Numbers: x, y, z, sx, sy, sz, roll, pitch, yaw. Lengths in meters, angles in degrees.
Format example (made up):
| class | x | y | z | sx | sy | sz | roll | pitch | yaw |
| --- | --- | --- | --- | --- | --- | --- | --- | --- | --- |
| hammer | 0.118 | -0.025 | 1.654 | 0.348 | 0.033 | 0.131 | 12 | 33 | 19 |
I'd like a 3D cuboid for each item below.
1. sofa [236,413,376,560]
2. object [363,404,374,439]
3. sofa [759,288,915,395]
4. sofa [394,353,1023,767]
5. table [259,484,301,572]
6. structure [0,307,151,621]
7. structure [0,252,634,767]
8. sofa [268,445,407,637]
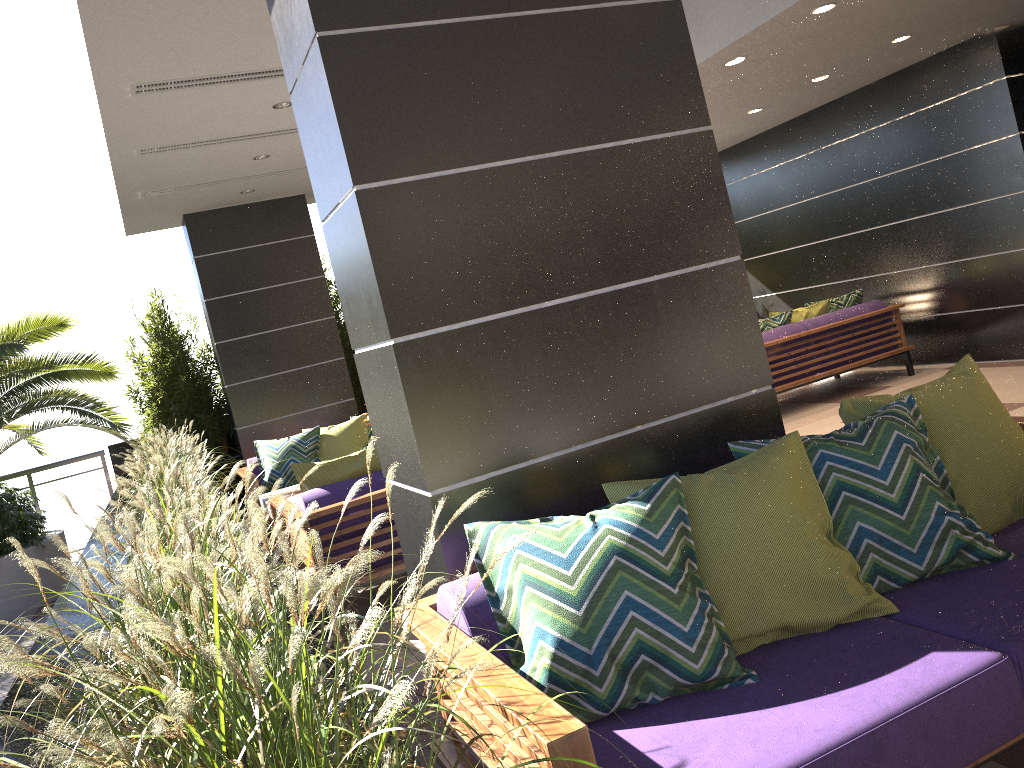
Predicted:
| class | x | y | z | sx | sy | sz | roll | pitch | yaw |
| --- | --- | --- | --- | --- | --- | --- | --- | --- | --- |
| sofa | -1.257 | 0.698 | 7.791 | 2.137 | 0.919 | 1.115 | -15 | 3 | -22 |
| object | -0.887 | 0.327 | 6.618 | 0.430 | 0.526 | 0.425 | -14 | 2 | -4 |
| sofa | 2.525 | -0.264 | 8.310 | 2.137 | 0.919 | 1.115 | -15 | 3 | -22 |
| sofa | 0.874 | 0.576 | 2.413 | 2.137 | 0.919 | 1.115 | -15 | 3 | -22 |
| table | -0.757 | 0.850 | 6.624 | 2.047 | 0.553 | 0.938 | -15 | 4 | -22 |
| structure | -5.235 | 0.460 | 7.592 | 3.734 | 3.300 | 3.826 | -13 | 3 | 21 |
| structure | 3.166 | -0.978 | 0.488 | 7.858 | 3.118 | 24.641 | -15 | 4 | -21 |
| sofa | -0.314 | 0.644 | 5.411 | 2.137 | 0.919 | 1.115 | -15 | 3 | -22 |
